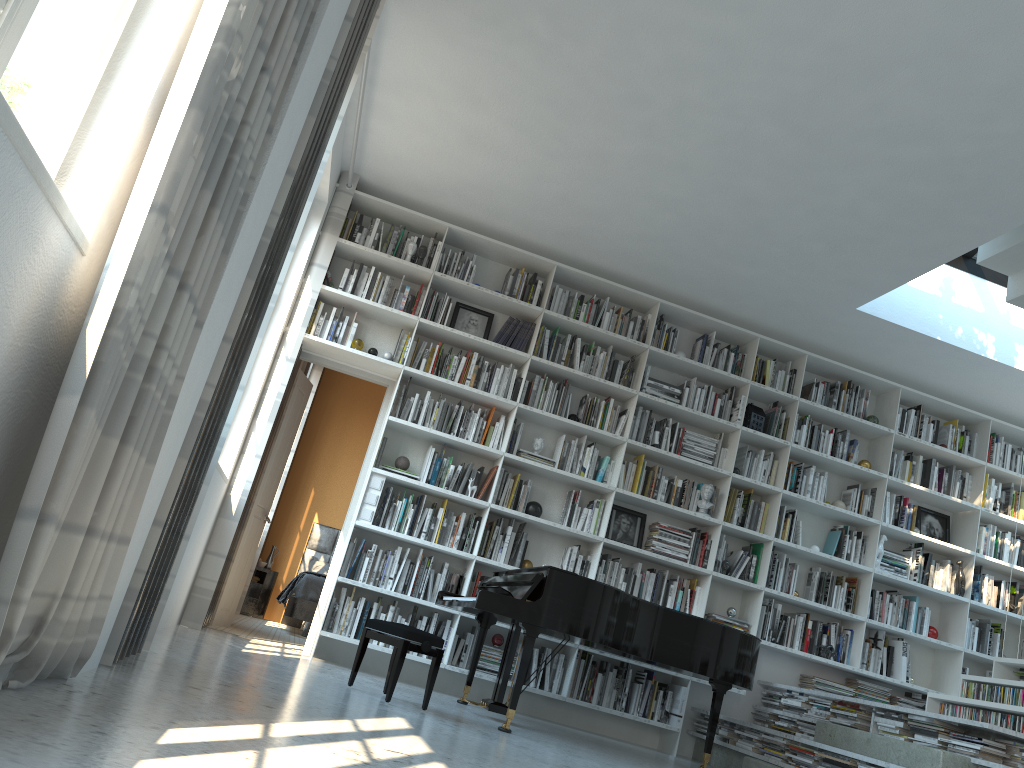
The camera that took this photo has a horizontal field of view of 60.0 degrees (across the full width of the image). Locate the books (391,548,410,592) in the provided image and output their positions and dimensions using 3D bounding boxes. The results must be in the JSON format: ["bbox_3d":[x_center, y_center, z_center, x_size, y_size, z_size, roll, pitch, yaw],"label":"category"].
[{"bbox_3d":[-0.760,1.260,6.001,0.039,0.306,0.172,18,-16,-9],"label":"books"}]

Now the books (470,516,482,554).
[{"bbox_3d":[-0.269,1.066,6.191,0.024,0.279,0.136,18,-16,-9],"label":"books"}]

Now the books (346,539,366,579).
[{"bbox_3d":[-1.053,1.175,5.947,0.052,0.282,0.172,18,-16,-9],"label":"books"}]

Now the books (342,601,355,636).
[{"bbox_3d":[-1.087,1.548,5.864,0.022,0.225,0.155,18,-16,-9],"label":"books"}]

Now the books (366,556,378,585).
[{"bbox_3d":[-0.952,1.258,5.981,0.025,0.199,0.137,18,-16,-9],"label":"books"}]

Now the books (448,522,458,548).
[{"bbox_3d":[-0.425,1.056,6.149,0.023,0.193,0.140,18,-16,-9],"label":"books"}]

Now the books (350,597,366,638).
[{"bbox_3d":[-1.027,1.546,5.873,0.023,0.265,0.177,18,-16,-9],"label":"books"}]

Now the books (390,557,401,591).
[{"bbox_3d":[-0.798,1.291,6.007,0.012,0.232,0.149,18,-16,-9],"label":"books"}]

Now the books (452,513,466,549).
[{"bbox_3d":[-0.380,1.029,6.143,0.021,0.264,0.186,18,-16,-9],"label":"books"}]

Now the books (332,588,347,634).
[{"bbox_3d":[-1.143,1.496,5.864,0.045,0.293,0.181,18,-16,-9],"label":"books"}]

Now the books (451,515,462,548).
[{"bbox_3d":[-0.401,1.037,6.154,0.010,0.245,0.160,18,-16,-9],"label":"books"}]

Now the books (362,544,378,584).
[{"bbox_3d":[-0.964,1.214,5.965,0.029,0.265,0.172,18,-16,-9],"label":"books"}]

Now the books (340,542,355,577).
[{"bbox_3d":[-1.108,1.181,5.940,0.029,0.238,0.154,18,-16,-9],"label":"books"}]

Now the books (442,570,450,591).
[{"bbox_3d":[-0.475,1.386,6.036,0.011,0.239,0.175,18,-16,-9],"label":"books"}]

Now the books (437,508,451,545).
[{"bbox_3d":[-0.485,0.996,6.124,0.028,0.260,0.181,18,-16,-9],"label":"books"}]

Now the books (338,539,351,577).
[{"bbox_3d":[-1.128,1.171,5.952,0.012,0.253,0.161,18,-16,-9],"label":"books"}]

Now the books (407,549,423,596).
[{"bbox_3d":[-0.665,1.281,6.016,0.014,0.324,0.171,18,-16,-9],"label":"books"}]

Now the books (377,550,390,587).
[{"bbox_3d":[-0.875,1.247,5.974,0.013,0.256,0.190,18,-16,-9],"label":"books"}]

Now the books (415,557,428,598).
[{"bbox_3d":[-0.627,1.323,6.047,0.013,0.283,0.139,18,-16,-9],"label":"books"}]

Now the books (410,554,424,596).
[{"bbox_3d":[-0.659,1.300,6.022,0.012,0.294,0.176,18,-16,-9],"label":"books"}]

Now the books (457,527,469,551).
[{"bbox_3d":[-0.354,1.085,6.156,0.041,0.181,0.142,18,-16,-9],"label":"books"}]

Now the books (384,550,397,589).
[{"bbox_3d":[-0.831,1.261,6.010,0.013,0.273,0.146,18,-16,-9],"label":"books"}]

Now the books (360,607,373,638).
[{"bbox_3d":[-0.973,1.590,5.886,0.022,0.220,0.163,18,-16,-9],"label":"books"}]

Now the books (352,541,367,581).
[{"bbox_3d":[-1.029,1.193,5.970,0.010,0.273,0.150,18,-16,-9],"label":"books"}]

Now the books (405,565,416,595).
[{"bbox_3d":[-0.698,1.335,6.018,0.013,0.208,0.155,18,-16,-9],"label":"books"}]

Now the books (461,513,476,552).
[{"bbox_3d":[-0.310,1.041,6.156,0.014,0.285,0.180,18,-16,-9],"label":"books"}]

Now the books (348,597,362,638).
[{"bbox_3d":[-1.043,1.541,5.864,0.013,0.261,0.174,18,-16,-9],"label":"books"}]

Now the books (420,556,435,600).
[{"bbox_3d":[-0.588,1.322,6.038,0.013,0.300,0.173,18,-16,-9],"label":"books"}]

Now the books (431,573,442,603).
[{"bbox_3d":[-0.530,1.397,6.057,0.030,0.202,0.142,18,-16,-9],"label":"books"}]

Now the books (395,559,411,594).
[{"bbox_3d":[-0.742,1.307,6.018,0.031,0.238,0.132,18,-16,-9],"label":"books"}]

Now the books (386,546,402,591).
[{"bbox_3d":[-0.807,1.253,6.010,0.027,0.298,0.142,18,-16,-9],"label":"books"}]

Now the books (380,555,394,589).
[{"bbox_3d":[-0.852,1.271,5.983,0.028,0.228,0.158,18,-16,-9],"label":"books"}]

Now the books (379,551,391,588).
[{"bbox_3d":[-0.863,1.251,5.970,0.010,0.252,0.178,18,-16,-9],"label":"books"}]

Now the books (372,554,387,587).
[{"bbox_3d":[-0.897,1.255,5.964,0.028,0.222,0.189,18,-16,-9],"label":"books"}]

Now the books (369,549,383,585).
[{"bbox_3d":[-0.925,1.244,5.995,0.022,0.247,0.134,18,-16,-9],"label":"books"}]

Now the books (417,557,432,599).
[{"bbox_3d":[-0.607,1.323,6.039,0.022,0.290,0.138,18,-16,-9],"label":"books"}]

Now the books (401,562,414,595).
[{"bbox_3d":[-0.715,1.321,6.017,0.028,0.224,0.134,18,-16,-9],"label":"books"}]

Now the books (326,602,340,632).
[{"bbox_3d":[-1.180,1.531,5.831,0.029,0.190,0.177,18,-16,-9],"label":"books"}]

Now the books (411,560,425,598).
[{"bbox_3d":[-0.650,1.330,6.037,0.029,0.254,0.153,18,-16,-9],"label":"books"}]

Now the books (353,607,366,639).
[{"bbox_3d":[-1.017,1.584,5.883,0.022,0.205,0.159,18,-16,-9],"label":"books"}]

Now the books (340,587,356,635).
[{"bbox_3d":[-1.092,1.502,5.879,0.011,0.317,0.158,18,-16,-9],"label":"books"}]

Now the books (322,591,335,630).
[{"bbox_3d":[-1.219,1.494,5.857,0.012,0.253,0.161,18,-16,-9],"label":"books"}]

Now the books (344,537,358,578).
[{"bbox_3d":[-1.081,1.166,5.933,0.011,0.276,0.189,18,-16,-9],"label":"books"}]

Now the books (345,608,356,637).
[{"bbox_3d":[-1.074,1.575,5.869,0.022,0.185,0.145,18,-16,-9],"label":"books"}]

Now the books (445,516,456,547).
[{"bbox_3d":[-0.443,1.032,6.147,0.025,0.228,0.153,18,-16,-9],"label":"books"}]

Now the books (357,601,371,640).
[{"bbox_3d":[-0.992,1.570,5.897,0.022,0.251,0.140,18,-16,-9],"label":"books"}]

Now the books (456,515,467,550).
[{"bbox_3d":[-0.369,1.041,6.163,0.013,0.259,0.143,18,-16,-9],"label":"books"}]

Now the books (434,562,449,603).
[{"bbox_3d":[-0.491,1.364,6.065,0.025,0.287,0.131,18,-16,-9],"label":"books"}]

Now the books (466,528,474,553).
[{"bbox_3d":[-0.313,1.100,6.177,0.023,0.186,0.130,18,-16,-9],"label":"books"}]

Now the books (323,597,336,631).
[{"bbox_3d":[-1.207,1.518,5.855,0.023,0.215,0.159,18,-16,-9],"label":"books"}]

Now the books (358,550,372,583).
[{"bbox_3d":[-0.993,1.226,5.949,0.022,0.220,0.188,18,-16,-9],"label":"books"}]

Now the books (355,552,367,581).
[{"bbox_3d":[-1.023,1.234,5.963,0.024,0.197,0.148,18,-16,-9],"label":"books"}]

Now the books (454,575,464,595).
[{"bbox_3d":[-0.387,1.426,6.070,0.030,0.230,0.151,18,-16,-9],"label":"books"}]

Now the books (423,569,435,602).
[{"bbox_3d":[-0.565,1.373,6.035,0.059,0.215,0.177,18,-16,-9],"label":"books"}]

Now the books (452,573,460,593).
[{"bbox_3d":[-0.415,1.416,6.074,0.026,0.235,0.141,18,-16,-9],"label":"books"}]

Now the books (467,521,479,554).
[{"bbox_3d":[-0.285,1.075,6.162,0.010,0.239,0.175,18,-16,-9],"label":"books"}]

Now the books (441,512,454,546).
[{"bbox_3d":[-0.461,1.011,6.131,0.028,0.248,0.159,18,-16,-9],"label":"books"}]

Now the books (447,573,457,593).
[{"bbox_3d":[-0.430,1.404,6.035,0.023,0.227,0.190,18,-16,-9],"label":"books"}]

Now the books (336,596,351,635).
[{"bbox_3d":[-1.118,1.530,5.869,0.024,0.246,0.143,18,-16,-9],"label":"books"}]

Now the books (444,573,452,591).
[{"bbox_3d":[-0.465,1.406,6.071,0.030,0.226,0.140,18,-16,-9],"label":"books"}]
